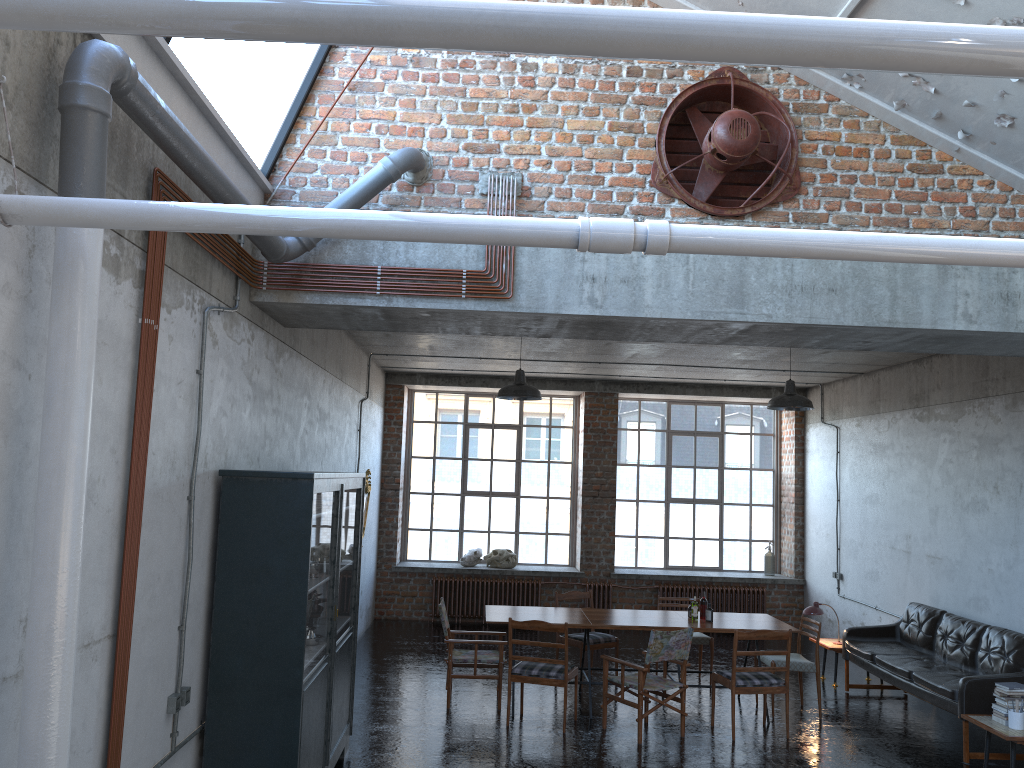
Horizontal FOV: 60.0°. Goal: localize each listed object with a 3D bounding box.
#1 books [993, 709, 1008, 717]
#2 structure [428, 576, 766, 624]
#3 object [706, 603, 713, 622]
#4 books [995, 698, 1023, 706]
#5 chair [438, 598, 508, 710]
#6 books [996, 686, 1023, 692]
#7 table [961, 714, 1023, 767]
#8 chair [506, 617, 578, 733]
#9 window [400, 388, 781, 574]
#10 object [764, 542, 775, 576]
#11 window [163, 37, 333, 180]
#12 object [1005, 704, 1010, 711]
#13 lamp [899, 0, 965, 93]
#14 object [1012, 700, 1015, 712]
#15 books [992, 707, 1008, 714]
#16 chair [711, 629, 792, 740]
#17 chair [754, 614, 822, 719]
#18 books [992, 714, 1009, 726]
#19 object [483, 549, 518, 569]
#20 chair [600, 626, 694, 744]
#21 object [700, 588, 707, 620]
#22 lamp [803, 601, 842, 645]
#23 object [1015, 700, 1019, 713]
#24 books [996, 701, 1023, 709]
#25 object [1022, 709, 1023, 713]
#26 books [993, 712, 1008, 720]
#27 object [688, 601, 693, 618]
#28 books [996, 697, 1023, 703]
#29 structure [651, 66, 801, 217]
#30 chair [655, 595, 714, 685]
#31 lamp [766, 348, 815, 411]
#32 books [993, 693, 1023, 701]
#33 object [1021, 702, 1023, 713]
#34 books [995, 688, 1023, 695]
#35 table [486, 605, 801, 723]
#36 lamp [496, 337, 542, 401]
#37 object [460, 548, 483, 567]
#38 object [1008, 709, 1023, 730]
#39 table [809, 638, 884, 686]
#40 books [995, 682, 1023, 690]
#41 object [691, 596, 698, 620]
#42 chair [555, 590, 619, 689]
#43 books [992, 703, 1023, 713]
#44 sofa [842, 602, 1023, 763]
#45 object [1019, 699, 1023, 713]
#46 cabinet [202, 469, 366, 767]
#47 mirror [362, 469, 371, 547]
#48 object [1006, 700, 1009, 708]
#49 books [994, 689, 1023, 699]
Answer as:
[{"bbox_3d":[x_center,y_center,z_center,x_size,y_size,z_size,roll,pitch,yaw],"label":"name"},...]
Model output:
[{"bbox_3d":[4.101,2.693,7.251,0.249,0.023,0.175,2,-6,-1],"label":"books"},{"bbox_3d":[1.378,3.465,13.930,5.349,0.713,0.232,2,-6,-2],"label":"structure"},{"bbox_3d":[2.033,2.354,9.132,0.051,0.180,0.097,5,-7,-30],"label":"object"},{"bbox_3d":[4.118,2.611,7.277,0.224,0.021,0.158,2,-6,-2],"label":"books"},{"bbox_3d":[-0.413,2.760,9.100,0.713,1.031,0.574,2,-6,-2],"label":"chair"},{"bbox_3d":[4.121,2.504,7.283,0.205,0.020,0.155,2,-6,-2],"label":"books"},{"bbox_3d":[4.184,2.987,7.126,0.811,0.458,0.649,2,-6,-2],"label":"table"},{"bbox_3d":[0.296,2.729,8.420,0.573,1.028,0.509,0,-6,18],"label":"chair"},{"bbox_3d":[5.557,3.468,15.239,19.864,12.900,0.747,2,-6,-2],"label":"window"},{"bbox_3d":[4.229,2.867,14.556,0.172,0.551,0.172,-3,-8,42],"label":"object"},{"bbox_3d":[-1.105,-2.930,2.259,0.994,2.404,8.048,2,-6,-2],"label":"window"},{"bbox_3d":[4.008,2.647,7.097,0.137,0.190,0.009,2,-6,1],"label":"object"},{"bbox_3d":[2.138,-1.416,3.164,0.945,2.025,5.320,0,-6,17],"label":"lamp"},{"bbox_3d":[4.036,2.634,7.128,0.009,0.167,0.061,1,-6,10],"label":"object"},{"bbox_3d":[4.111,2.676,7.268,0.255,0.014,0.192,2,-6,1],"label":"books"},{"bbox_3d":[2.250,2.792,8.361,0.573,1.028,0.509,3,-6,-12],"label":"chair"},{"bbox_3d":[2.880,2.918,9.204,0.577,0.971,0.589,2,-6,-2],"label":"chair"},{"bbox_3d":[4.096,2.749,7.246,0.248,0.043,0.192,2,-6,-2],"label":"books"},{"bbox_3d":[-0.206,2.809,14.311,0.418,0.305,0.625,5,-7,-28],"label":"object"},{"bbox_3d":[1.252,2.727,8.200,0.574,1.031,0.713,6,-7,-31],"label":"chair"},{"bbox_3d":[2.002,2.293,9.264,0.075,0.324,0.075,-1,-6,23],"label":"object"},{"bbox_3d":[3.726,2.856,10.622,0.496,0.492,0.220,3,-6,-10],"label":"lamp"},{"bbox_3d":[4.056,2.642,7.121,0.023,0.204,0.037,-2,-7,37],"label":"object"},{"bbox_3d":[4.118,2.630,7.270,0.221,0.023,0.147,2,-6,-3],"label":"books"},{"bbox_3d":[4.053,2.660,7.073,0.068,0.159,0.009,1,-6,11],"label":"object"},{"bbox_3d":[4.100,2.716,7.248,0.249,0.023,0.175,3,-6,-6],"label":"books"},{"bbox_3d":[1.890,2.374,9.329,0.077,0.173,0.077,4,-6,-16],"label":"object"},{"bbox_3d":[4.118,2.589,7.274,0.205,0.022,0.155,3,-6,-7],"label":"books"},{"bbox_3d":[1.510,-1.708,6.329,1.058,1.096,0.808,2,-6,-2],"label":"structure"},{"bbox_3d":[2.002,3.008,10.391,0.589,0.971,0.577,2,-6,-2],"label":"chair"},{"bbox_3d":[3.038,-0.171,9.682,0.502,0.891,0.502,2,-6,3],"label":"lamp"},{"bbox_3d":[4.113,2.568,7.276,0.244,0.019,0.174,2,-6,-2],"label":"books"},{"bbox_3d":[4.072,2.629,7.092,0.062,0.169,0.009,2,-6,-2],"label":"object"},{"bbox_3d":[4.120,2.526,7.291,0.209,0.023,0.167,3,-6,-8],"label":"books"},{"bbox_3d":[1.266,2.884,9.181,3.112,0.917,1.067,2,-6,-2],"label":"table"},{"bbox_3d":[0.094,-0.284,9.596,0.502,0.891,0.502,2,-6,3],"label":"lamp"},{"bbox_3d":[-0.656,2.810,14.359,0.281,0.281,0.575,-1,-6,24],"label":"object"},{"bbox_3d":[4.027,2.682,7.081,0.110,0.137,0.110,2,-6,-2],"label":"object"},{"bbox_3d":[4.069,3.338,10.601,0.811,0.458,0.649,2,-6,-2],"label":"table"},{"bbox_3d":[4.115,2.483,7.294,0.201,0.024,0.159,3,-6,-12],"label":"books"},{"bbox_3d":[1.901,2.327,9.217,0.070,0.235,0.041,2,-6,-2],"label":"object"},{"bbox_3d":[0.855,2.931,10.198,0.573,1.028,0.509,6,-7,-37],"label":"chair"},{"bbox_3d":[4.110,2.655,7.271,0.245,0.028,0.193,3,-6,-7],"label":"books"},{"bbox_3d":[4.265,2.867,8.919,0.929,1.045,2.610,2,-6,-2],"label":"sofa"},{"bbox_3d":[4.072,2.622,7.106,0.052,0.185,0.009,2,-6,0],"label":"object"},{"bbox_3d":[-1.549,1.783,6.378,0.572,2.297,2.386,2,-6,-2],"label":"cabinet"},{"bbox_3d":[-1.909,1.670,11.264,0.172,1.182,1.339,2,-6,-2],"label":"mirror"},{"bbox_3d":[3.994,2.639,7.112,0.046,0.202,0.023,-2,-7,34],"label":"object"},{"bbox_3d":[4.105,2.546,7.278,0.231,0.023,0.162,1,-6,14],"label":"books"}]
